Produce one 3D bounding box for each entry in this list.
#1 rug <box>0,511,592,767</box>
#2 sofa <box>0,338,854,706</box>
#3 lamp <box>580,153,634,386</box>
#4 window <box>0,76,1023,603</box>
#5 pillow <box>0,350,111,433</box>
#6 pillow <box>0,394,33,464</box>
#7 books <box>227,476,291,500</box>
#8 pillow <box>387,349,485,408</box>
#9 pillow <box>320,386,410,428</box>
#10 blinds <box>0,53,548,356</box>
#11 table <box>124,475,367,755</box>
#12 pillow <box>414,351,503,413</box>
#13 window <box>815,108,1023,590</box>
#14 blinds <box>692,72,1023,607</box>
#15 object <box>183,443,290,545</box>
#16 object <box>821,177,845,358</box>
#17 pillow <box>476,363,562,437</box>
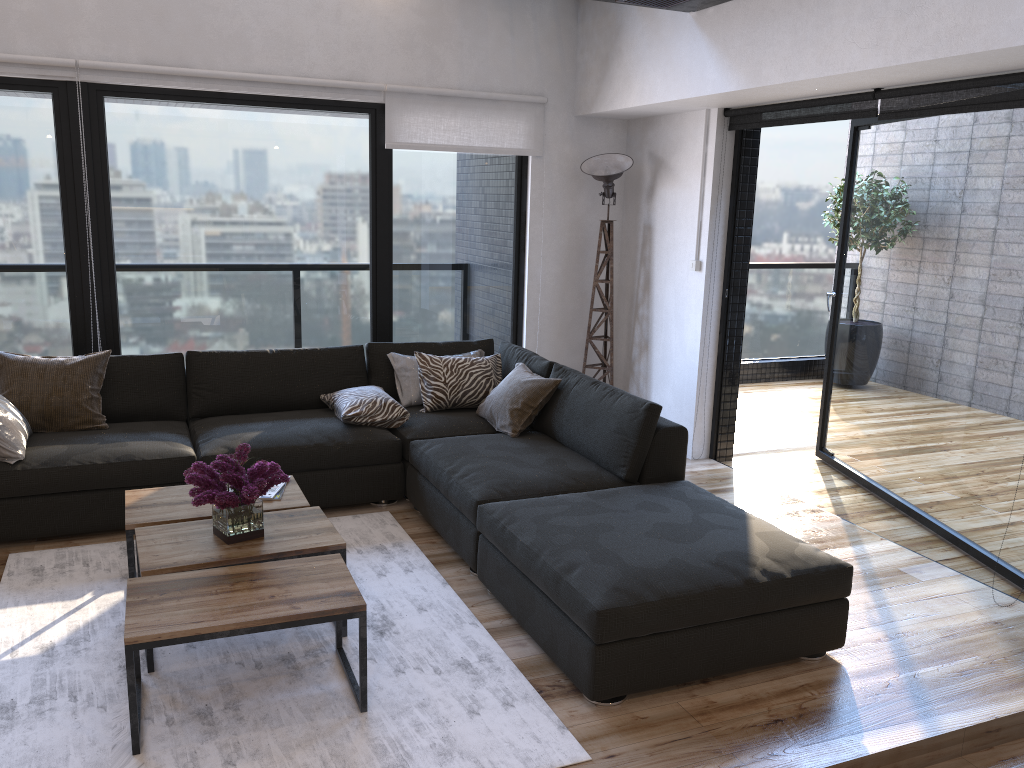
[{"bbox_3d":[-0.944,0.879,3.096,1.636,0.003,2.107,-3,13,-23],"label":"rug"},{"bbox_3d":[-0.803,0.392,3.747,3.043,0.703,2.990,-3,13,-23],"label":"sofa"},{"bbox_3d":[0.252,-0.505,5.454,1.467,1.833,0.424,-8,16,-37],"label":"lamp"},{"bbox_3d":[-1.732,-1.739,2.862,13.392,5.585,5.647,-3,13,-23],"label":"window"},{"bbox_3d":[-2.256,0.036,4.277,0.609,0.383,0.264,-3,13,-23],"label":"pillow"},{"bbox_3d":[-2.264,0.175,3.931,0.212,0.266,0.497,-3,13,-22],"label":"pillow"},{"bbox_3d":[-1.016,0.415,3.560,0.228,0.013,0.294,1,12,-3],"label":"books"},{"bbox_3d":[-0.397,-0.027,5.038,0.611,0.295,0.234,-3,13,-22],"label":"pillow"},{"bbox_3d":[-0.788,0.118,4.699,0.356,0.178,0.529,-4,13,-25],"label":"pillow"},{"bbox_3d":[-2.222,-0.655,4.744,5.367,2.050,0.095,-3,14,-23],"label":"blinds"},{"bbox_3d":[-0.959,0.701,3.089,0.697,0.351,1.294,-3,13,-23],"label":"table"},{"bbox_3d":[-0.276,-0.022,4.919,0.531,0.315,0.250,-3,13,-19],"label":"pillow"},{"bbox_3d":[2.090,-0.298,4.233,0.100,2.057,2.440,0,12,-6],"label":"window"},{"bbox_3d":[2.607,-0.191,3.719,3.858,2.059,1.824,6,13,20],"label":"blinds"},{"bbox_3d":[-0.940,0.357,3.039,0.341,0.344,0.374,-3,13,-22],"label":"object"},{"bbox_3d":[3.094,-0.936,7.807,0.811,1.869,0.798,6,13,19],"label":"object"},{"bbox_3d":[0.018,0.080,4.619,0.273,0.310,0.545,-4,13,-23],"label":"pillow"}]
